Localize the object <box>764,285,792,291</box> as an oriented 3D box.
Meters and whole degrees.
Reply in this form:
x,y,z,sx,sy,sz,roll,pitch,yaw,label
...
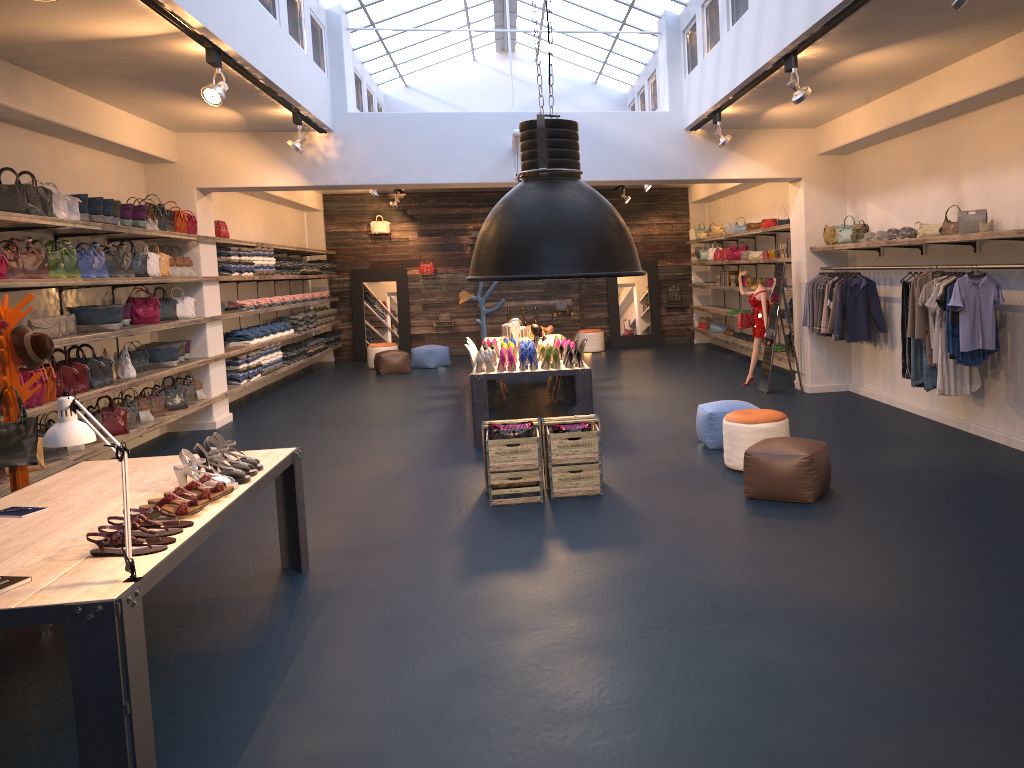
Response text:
x,y,z,sx,sy,sz,roll,pitch,yaw,label
4.236,-1.489,13.451,0.489,0.060,1.505,-2,7,-1,object

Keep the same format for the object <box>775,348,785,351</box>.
x,y,z,sx,sy,sz,roll,pitch,yaw,label
4.203,-0.534,13.490,0.237,0.067,0.084,-2,6,-1,object

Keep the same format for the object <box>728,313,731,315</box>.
x,y,z,sx,sy,sz,roll,pitch,yaw,label
4.084,-1.306,15.985,0.243,0.057,0.080,-4,6,-13,object

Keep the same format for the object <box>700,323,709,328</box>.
x,y,z,sx,sy,sz,roll,pitch,yaw,label
4.228,-1.275,18.999,0.205,0.118,0.097,1,6,29,object

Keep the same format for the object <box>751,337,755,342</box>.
x,y,z,sx,sy,sz,roll,pitch,yaw,label
4.286,-0.776,15.247,0.174,0.087,0.070,1,6,25,object

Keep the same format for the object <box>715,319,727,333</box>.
x,y,z,sx,sy,sz,roll,pitch,yaw,label
4.239,-1.178,17.603,0.256,0.281,0.103,1,5,30,object

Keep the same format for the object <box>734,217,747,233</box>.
x,y,z,sx,sy,sz,roll,pitch,yaw,label
4.074,-2.823,15.416,0.256,0.281,0.103,1,5,30,object

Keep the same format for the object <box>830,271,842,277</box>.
x,y,z,sx,sy,sz,roll,pitch,yaw,label
4.118,-1.380,11.046,0.442,0.219,0.010,-3,4,-9,object

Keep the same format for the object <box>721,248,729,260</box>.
x,y,z,sx,sy,sz,roll,pitch,yaw,label
4.037,-2.450,16.321,0.146,0.248,0.296,-5,7,-30,object

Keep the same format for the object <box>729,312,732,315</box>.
x,y,z,sx,sy,sz,roll,pitch,yaw,label
4.071,-1.294,15.893,0.243,0.057,0.080,-4,6,-13,object

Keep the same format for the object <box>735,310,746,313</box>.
x,y,z,sx,sy,sz,roll,pitch,yaw,label
4.164,-1.309,15.769,0.237,0.067,0.084,-2,6,-1,object

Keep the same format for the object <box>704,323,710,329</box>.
x,y,z,sx,sy,sz,roll,pitch,yaw,label
4.251,-1.250,18.795,0.205,0.118,0.097,2,7,30,object

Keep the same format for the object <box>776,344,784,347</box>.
x,y,z,sx,sy,sz,roll,pitch,yaw,label
4.344,-0.610,14.045,0.254,0.073,0.079,-6,7,-30,object

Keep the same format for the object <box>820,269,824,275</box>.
x,y,z,sx,sy,sz,roll,pitch,yaw,label
4.113,-1.432,11.462,0.442,0.219,0.010,-3,4,-9,object

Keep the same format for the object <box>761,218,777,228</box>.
x,y,z,sx,sy,sz,roll,pitch,yaw,label
4.066,-2.536,13.715,0.258,0.149,0.122,2,7,30,object

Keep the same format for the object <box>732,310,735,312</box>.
x,y,z,sx,sy,sz,roll,pitch,yaw,label
4.135,-1.343,16.038,0.239,0.063,0.083,-2,6,-4,object

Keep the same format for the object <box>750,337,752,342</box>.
x,y,z,sx,sy,sz,roll,pitch,yaw,label
4.285,-0.784,15.315,0.175,0.087,0.070,1,6,23,object

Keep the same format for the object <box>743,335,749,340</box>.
x,y,z,sx,sy,sz,roll,pitch,yaw,label
4.283,-0.844,15.777,0.191,0.087,0.064,-3,5,-8,object

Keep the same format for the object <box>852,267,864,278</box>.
x,y,z,sx,sy,sz,roll,pitch,yaw,label
4.137,-1.295,10.387,0.442,0.219,0.010,-3,4,-9,object

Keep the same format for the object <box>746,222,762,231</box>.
x,y,z,sx,sy,sz,roll,pitch,yaw,label
4.102,-2.637,14.538,0.356,0.140,0.411,-1,7,7,object

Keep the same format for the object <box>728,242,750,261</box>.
x,y,z,sx,sy,sz,roll,pitch,yaw,label
4.122,-2.412,15.780,0.360,0.336,0.289,-4,6,-16,object

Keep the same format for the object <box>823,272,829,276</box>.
x,y,z,sx,sy,sz,roll,pitch,yaw,label
4.117,-1.418,11.343,0.442,0.219,0.010,-3,4,-9,object

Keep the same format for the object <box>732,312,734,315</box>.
x,y,z,sx,sy,sz,roll,pitch,yaw,label
4.085,-1.283,15.806,0.243,0.057,0.080,-4,6,-13,object

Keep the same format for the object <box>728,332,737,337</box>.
x,y,z,sx,sy,sz,roll,pitch,yaw,label
4.261,-0.964,16.719,0.222,0.082,0.226,-4,7,-14,object

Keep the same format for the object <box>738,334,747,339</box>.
x,y,z,sx,sy,sz,roll,pitch,yaw,label
4.280,-0.888,16.122,0.191,0.087,0.064,-3,5,-8,object

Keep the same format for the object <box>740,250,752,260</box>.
x,y,z,sx,sy,sz,roll,pitch,yaw,label
4.124,-2.264,15.249,0.113,0.175,0.247,-7,8,-41,object

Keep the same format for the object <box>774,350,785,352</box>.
x,y,z,sx,sy,sz,roll,pitch,yaw,label
4.111,-0.496,13.435,0.243,0.057,0.080,-4,6,-13,object

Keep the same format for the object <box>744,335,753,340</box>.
x,y,z,sx,sy,sz,roll,pitch,yaw,label
4.282,-0.835,15.707,0.191,0.087,0.064,-3,5,-8,object

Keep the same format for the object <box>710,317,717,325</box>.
x,y,z,sx,sy,sz,roll,pitch,yaw,label
4.258,-1.262,18.287,0.188,0.278,0.063,0,5,25,object

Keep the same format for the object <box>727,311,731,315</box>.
x,y,z,sx,sy,sz,roll,pitch,yaw,label
4.076,-1.318,16.076,0.243,0.057,0.080,-4,6,-13,object

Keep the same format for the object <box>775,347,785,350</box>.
x,y,z,sx,sy,sz,roll,pitch,yaw,label
4.176,-0.546,13.580,0.237,0.064,0.085,-2,6,-1,object

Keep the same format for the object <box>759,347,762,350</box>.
x,y,z,sx,sy,sz,roll,pitch,yaw,label
4.121,-0.588,14.142,0.243,0.057,0.080,-4,6,-13,object

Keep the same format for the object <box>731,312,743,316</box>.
x,y,z,sx,sy,sz,roll,pitch,yaw,label
4.072,-1.271,15.714,0.243,0.057,0.080,-4,6,-13,object

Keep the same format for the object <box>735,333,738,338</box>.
x,y,z,sx,sy,sz,roll,pitch,yaw,label
4.280,-0.915,16.326,0.191,0.087,0.064,-3,5,-8,object

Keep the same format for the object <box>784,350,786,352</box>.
x,y,z,sx,sy,sz,roll,pitch,yaw,label
4.282,-0.506,13.463,0.243,0.057,0.080,-4,6,-13,object

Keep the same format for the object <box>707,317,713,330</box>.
x,y,z,sx,sy,sz,roll,pitch,yaw,label
4.257,-1.297,18.560,0.188,0.278,0.063,0,5,25,object

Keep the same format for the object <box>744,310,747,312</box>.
x,y,z,sx,sy,sz,roll,pitch,yaw,label
4.307,-1.329,15.888,0.254,0.073,0.079,-6,7,-30,object

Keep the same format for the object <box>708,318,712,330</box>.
x,y,z,sx,sy,sz,roll,pitch,yaw,label
4.260,-1.281,18.431,0.192,0.278,0.061,-1,4,15,object

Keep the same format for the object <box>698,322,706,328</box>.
x,y,z,sx,sy,sz,roll,pitch,yaw,label
4.227,-1.303,19.210,0.205,0.118,0.097,1,6,29,object

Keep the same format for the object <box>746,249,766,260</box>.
x,y,z,sx,sy,sz,roll,pitch,yaw,label
4.124,-2.194,14.720,0.335,0.174,0.250,3,8,37,object

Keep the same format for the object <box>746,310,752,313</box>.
x,y,z,sx,sy,sz,roll,pitch,yaw,label
4.335,-1.319,15.797,0.254,0.067,0.078,-6,7,-29,object

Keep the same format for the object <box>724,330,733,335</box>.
x,y,z,sx,sy,sz,roll,pitch,yaw,label
4.315,-1.033,17.241,0.209,0.082,0.241,-1,7,7,object

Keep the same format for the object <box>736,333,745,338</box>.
x,y,z,sx,sy,sz,roll,pitch,yaw,label
4.279,-0.906,16.256,0.191,0.087,0.064,-3,5,-8,object

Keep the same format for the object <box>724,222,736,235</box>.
x,y,z,sx,sy,sz,roll,pitch,yaw,label
4.065,-2.880,16.073,0.254,0.229,0.085,2,6,38,object

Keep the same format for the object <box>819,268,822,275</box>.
x,y,z,sx,sy,sz,roll,pitch,yaw,label
4.113,-1.441,11.528,0.442,0.219,0.010,-3,4,-9,object

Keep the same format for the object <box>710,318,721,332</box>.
x,y,z,sx,sy,sz,roll,pitch,yaw,label
4.225,-1.229,18.004,0.259,0.281,0.102,0,5,23,object

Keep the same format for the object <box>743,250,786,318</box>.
x,y,z,sx,sy,sz,roll,pitch,yaw,label
4.271,-1.678,14.739,0.461,1.130,2.663,-3,7,0,object

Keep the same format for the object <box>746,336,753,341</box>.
x,y,z,sx,sy,sz,roll,pitch,yaw,label
4.284,-0.818,15.572,0.191,0.087,0.064,-3,5,-8,object

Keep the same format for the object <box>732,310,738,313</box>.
x,y,z,sx,sy,sz,roll,pitch,yaw,label
4.136,-1.321,15.859,0.237,0.064,0.085,-2,6,-1,object

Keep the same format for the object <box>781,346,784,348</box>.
x,y,z,sx,sy,sz,roll,pitch,yaw,label
4.346,-0.581,13.813,0.220,0.053,0.091,1,7,26,object

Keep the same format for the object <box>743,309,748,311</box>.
x,y,z,sx,sy,sz,roll,pitch,yaw,label
4.334,-1.340,15.977,0.250,0.074,0.078,-5,6,-22,object

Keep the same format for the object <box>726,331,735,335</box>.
x,y,z,sx,sy,sz,roll,pitch,yaw,label
4.300,-0.999,16.981,0.222,0.082,0.226,-4,7,-14,object
